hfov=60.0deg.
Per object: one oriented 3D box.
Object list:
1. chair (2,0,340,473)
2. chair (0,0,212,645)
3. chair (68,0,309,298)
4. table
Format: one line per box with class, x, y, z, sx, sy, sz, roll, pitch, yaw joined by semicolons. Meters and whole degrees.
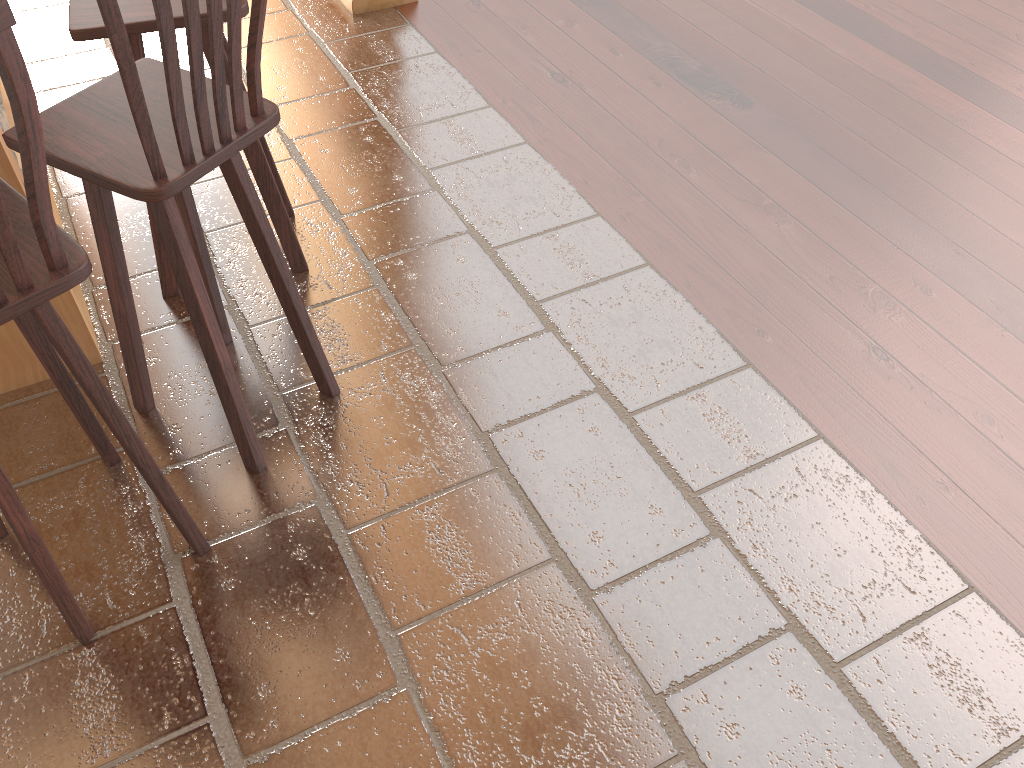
chair;-0.730;-0.402;1.960;0.504;1.319;0.406;23;51;20
chair;-0.972;-0.067;1.642;0.504;1.319;0.406;33;55;27
chair;-0.885;-0.888;2.418;0.504;1.319;0.406;-13;48;-12
table;-2.161;-1.157;2.706;1.196;1.257;3.220;-21;50;-19
